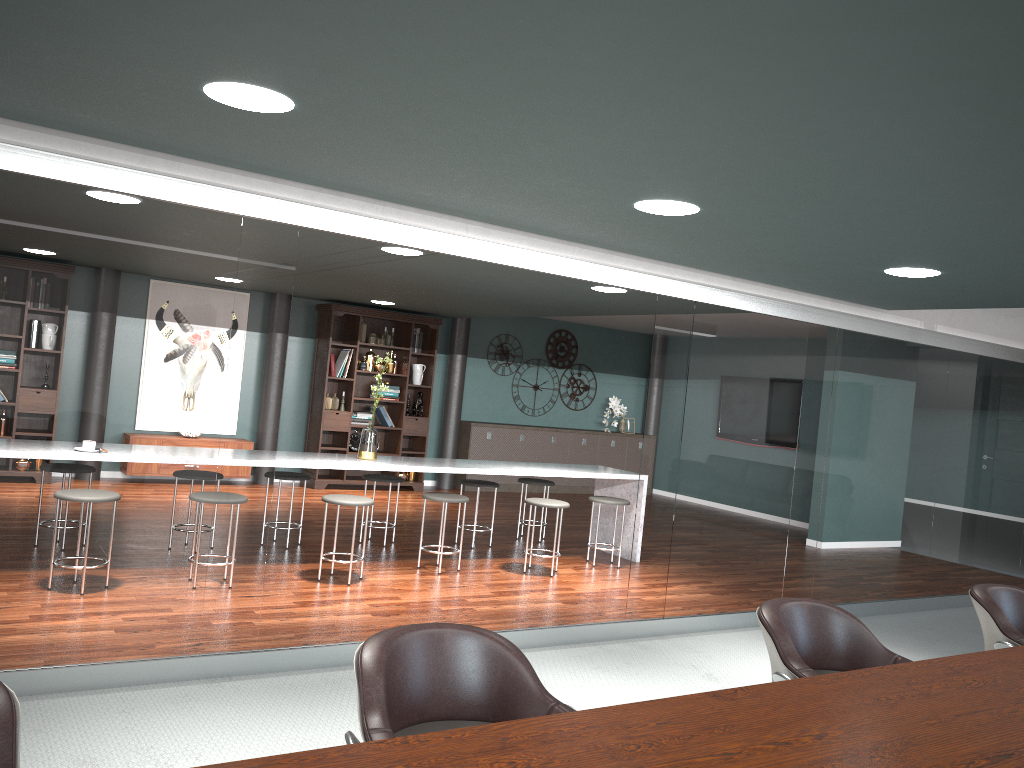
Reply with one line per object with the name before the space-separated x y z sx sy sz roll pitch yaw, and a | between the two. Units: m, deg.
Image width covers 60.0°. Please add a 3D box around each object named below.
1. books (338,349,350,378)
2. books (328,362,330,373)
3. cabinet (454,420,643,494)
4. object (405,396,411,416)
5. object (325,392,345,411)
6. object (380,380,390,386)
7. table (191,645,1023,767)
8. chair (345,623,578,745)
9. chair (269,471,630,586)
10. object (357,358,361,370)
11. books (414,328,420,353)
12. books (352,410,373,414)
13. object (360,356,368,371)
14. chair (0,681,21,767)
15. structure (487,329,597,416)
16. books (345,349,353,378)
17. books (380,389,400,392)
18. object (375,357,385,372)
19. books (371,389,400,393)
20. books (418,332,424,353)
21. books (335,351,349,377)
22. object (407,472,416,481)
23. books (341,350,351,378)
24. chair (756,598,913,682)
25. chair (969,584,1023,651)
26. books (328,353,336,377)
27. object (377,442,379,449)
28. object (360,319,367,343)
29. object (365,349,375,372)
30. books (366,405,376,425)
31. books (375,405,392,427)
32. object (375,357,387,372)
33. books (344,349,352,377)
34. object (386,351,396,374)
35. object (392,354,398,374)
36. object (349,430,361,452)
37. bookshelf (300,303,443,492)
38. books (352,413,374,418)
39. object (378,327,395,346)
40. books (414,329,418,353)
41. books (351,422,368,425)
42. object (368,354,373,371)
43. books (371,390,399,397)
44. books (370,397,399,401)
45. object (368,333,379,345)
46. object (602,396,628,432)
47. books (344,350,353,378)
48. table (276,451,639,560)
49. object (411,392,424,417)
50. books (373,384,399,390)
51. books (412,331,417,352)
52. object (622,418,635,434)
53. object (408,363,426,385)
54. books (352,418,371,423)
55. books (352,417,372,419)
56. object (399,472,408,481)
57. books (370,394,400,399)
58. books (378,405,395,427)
books | -1.865 -0.228 9.722 0.090 0.316 0.197 6 0 -33
books | -2.035 -0.210 9.614 0.042 0.248 0.194 6 0 -33
cabinet | -3.283 0.587 8.967 12.287 0.820 0.402 6 0 -33
object | -1.190 0.248 10.157 0.077 0.228 0.077 6 0 40
object | -1.962 0.172 9.680 0.250 0.221 0.186 6 0 -35
object | -1.442 -0.013 10.018 0.104 0.052 0.100 6 0 -29
table | 0.967 1.053 1.421 6.694 0.706 1.374 6 0 -33
chair | -0.104 0.917 1.757 0.535 0.761 0.518 6 0 -27
chair | -1.032 0.962 6.174 4.029 0.512 1.479 6 0 -34
object | -1.730 -0.243 9.832 0.105 0.172 0.105 6 0 -37
books | -1.120 -0.500 10.192 0.027 0.286 0.184 6 0 -33
books | -1.696 0.311 9.848 0.268 0.016 0.205 6 0 -33
object | -1.633 -0.228 9.785 0.079 0.161 0.080 6 0 -7
chair | -0.947 0.831 1.202 0.535 0.761 0.518 6 0 -13
structure | 0.426 -0.156 11.563 1.791 1.178 0.017 6 0 -33
books | -1.825 -0.227 9.742 0.062 0.322 0.197 6 0 -33
books | -1.433 0.064 10.027 0.268 0.016 0.205 6 0 -33
object | -1.488 -0.217 9.997 0.099 0.169 0.099 6 0 31
books | -1.435 0.080 10.034 0.268 0.016 0.205 6 0 -33
books | -1.092 -0.477 10.211 0.042 0.248 0.194 6 0 -33
books | -1.889 -0.221 9.713 0.115 0.296 0.210 6 0 -33
object | -1.152 0.988 10.202 0.108 0.256 0.108 6 0 1
books | -1.848 -0.223 9.733 0.063 0.309 0.210 6 0 -33
chair | 0.896 1.020 2.414 0.535 0.761 0.518 6 0 -27
chair | 1.794 1.112 2.994 0.523 0.761 0.533 6 0 38
books | -1.983 -0.207 9.648 0.084 0.252 0.194 6 0 -33
object | -1.614 0.629 10.002 0.233 0.268 0.051 6 0 -33
object | -1.671 -0.590 9.845 0.104 0.273 0.104 6 0 3
object | -1.587 -0.268 9.903 0.114 0.251 0.114 6 0 -7
books | -1.599 0.352 9.997 0.063 0.214 0.139 6 0 -33
books | -1.463 0.362 10.007 0.176 0.227 0.194 6 0 -33
object | -1.455 -0.217 9.872 0.144 0.175 0.073 6 0 -31
books | -1.838 -0.229 9.735 0.062 0.322 0.197 6 0 -33
object | -1.363 -0.248 9.987 0.108 0.256 0.108 6 0 1
object | -1.345 -0.229 10.111 0.092 0.222 0.092 6 0 1
object | -1.735 0.631 9.784 0.224 0.238 0.159 6 0 -33
bookshelf | -1.577 0.175 9.960 1.339 1.984 0.482 6 0 -33
books | -1.690 0.342 9.853 0.248 0.042 0.194 6 0 -33
object | -1.434 -0.539 9.982 0.196 0.221 0.184 6 0 -33
books | -1.140 -0.493 10.179 0.016 0.268 0.205 6 0 -33
books | -1.717 0.433 9.843 0.286 0.027 0.184 6 0 -33
object | -1.558 -0.235 9.799 0.040 0.191 0.040 6 0 -24
books | -1.438 0.109 10.034 0.248 0.042 0.194 6 0 -33
books | -1.444 0.167 10.034 0.268 0.016 0.205 6 0 -33
object | -1.550 -0.503 9.895 0.096 0.126 0.106 6 0 18
object | 1.402 0.407 11.983 0.221 0.495 0.600 6 0 31
books | -1.835 -0.222 9.740 0.063 0.309 0.210 6 0 -33
table | -1.016 0.869 6.108 4.577 0.699 0.609 6 0 -33
object | -1.097 0.226 10.233 0.116 0.286 0.215 6 0 -37
books | -1.428 0.036 10.035 0.248 0.042 0.194 6 0 -33
books | -1.166 -0.485 10.162 0.042 0.248 0.194 6 0 -33
object | 1.579 0.567 12.018 0.174 0.207 0.042 6 0 -14
object | -1.134 -0.125 10.242 0.268 0.262 0.137 6 0 7
books | -1.715 0.398 9.840 0.248 0.042 0.194 6 0 -33
books | -1.713 0.368 9.841 0.268 0.016 0.205 6 0 -33
object | -1.244 1.019 10.087 0.144 0.175 0.073 6 0 -31
books | -1.440 0.145 10.036 0.286 0.027 0.184 6 0 -33
books | -1.434 0.363 10.026 0.166 0.228 0.205 6 0 -33
